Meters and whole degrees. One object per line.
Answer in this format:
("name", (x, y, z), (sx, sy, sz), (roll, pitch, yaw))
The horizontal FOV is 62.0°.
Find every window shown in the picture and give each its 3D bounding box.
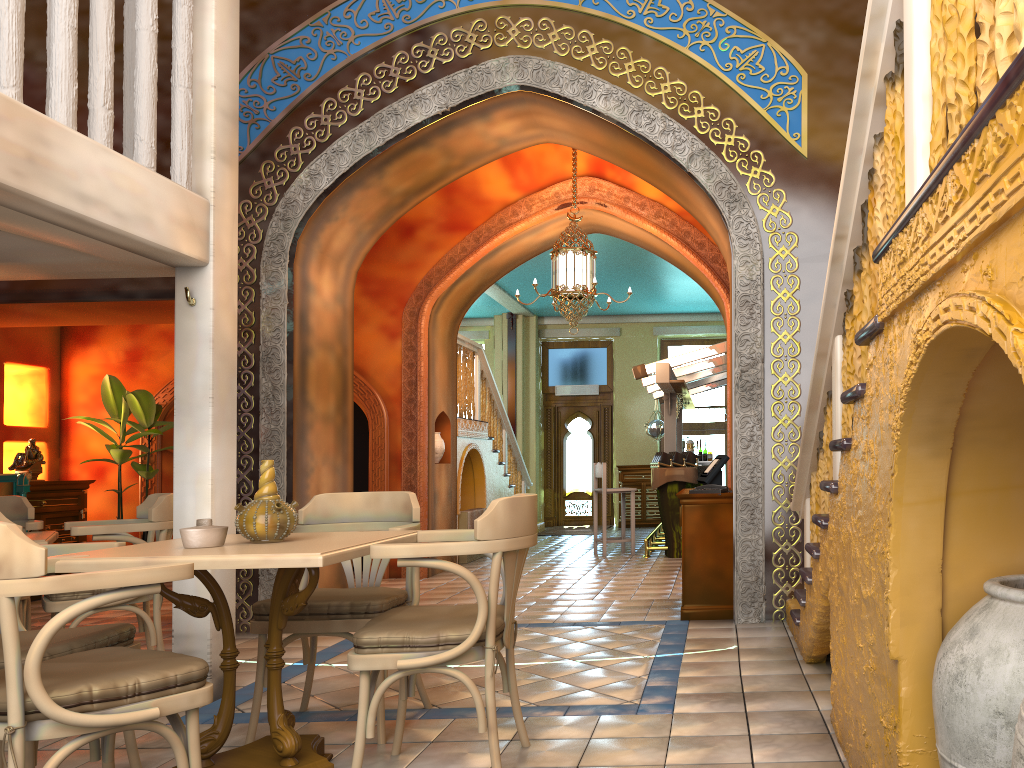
("window", (-15.648, 9.753, 203.351), (17.185, 38.522, 0.996), (-1, -1, 0))
("window", (44.055, 8.421, 203.317), (17.185, 38.522, 0.996), (-1, -1, 0))

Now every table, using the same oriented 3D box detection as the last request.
("table", (-11.928, 12.985, 39.275), (11.720, 11.299, 12.111), (-1, -4, 7))
("table", (-36.006, 15.244, 53.651), (12.449, 10.681, 10.076), (1, -4, -28))

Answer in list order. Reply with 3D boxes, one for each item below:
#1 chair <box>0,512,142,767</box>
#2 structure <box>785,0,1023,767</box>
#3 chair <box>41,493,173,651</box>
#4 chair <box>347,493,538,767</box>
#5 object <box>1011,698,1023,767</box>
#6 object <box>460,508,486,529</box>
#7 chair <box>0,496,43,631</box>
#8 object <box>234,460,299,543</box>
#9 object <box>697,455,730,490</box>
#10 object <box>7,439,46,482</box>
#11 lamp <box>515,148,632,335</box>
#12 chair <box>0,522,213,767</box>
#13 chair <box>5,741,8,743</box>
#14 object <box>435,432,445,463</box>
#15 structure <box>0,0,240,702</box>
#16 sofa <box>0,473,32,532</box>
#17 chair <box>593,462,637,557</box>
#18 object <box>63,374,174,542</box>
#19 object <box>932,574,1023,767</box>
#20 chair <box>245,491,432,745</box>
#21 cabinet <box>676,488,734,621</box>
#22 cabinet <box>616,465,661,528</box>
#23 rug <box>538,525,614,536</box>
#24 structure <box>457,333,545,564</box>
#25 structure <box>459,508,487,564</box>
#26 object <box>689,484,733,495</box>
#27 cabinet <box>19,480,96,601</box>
("chair", (-21.922, 12.067, 36.785), (7.932, 13.279, 8.747), (-1, -3, 2))
("structure", (27.715, 1.449, 48.339), (20.197, 35.371, 74.755), (-2, -5, 13))
("chair", (-27.618, 14.365, 59.011), (8.770, 13.279, 7.805), (1, -3, -34))
("chair", (-2.795, 11.995, 40.407), (7.932, 13.279, 8.747), (-1, -3, 2))
("object", (14.724, 10.319, 18.610), (6.489, 11.149, 8.075), (-3, -3, 36))
("object", (-6.075, 22.915, 134.886), (1.656, 6.251, 10.213), (-1, -4, 13))
("chair", (-39.117, 14.818, 61.023), (9.761, 13.279, 7.022), (1, -3, -30))
("object", (-11.294, 5.395, 39.329), (2.486, 3.774, 2.741), (-2, -3, 16))
("object", (20.053, 8.919, 85.481), (2.895, 3.578, 5.089), (-1, -4, 0))
("object", (-59.434, 9.318, 104.343), (1.880, 5.288, 3.949), (-1, -3, 12))
("lamp", (7.540, -19.318, 104.439), (14.337, 26.645, 12.888), (-1, -2, 7))
("chair", (-16.345, 11.332, 30.530), (7.858, 13.279, 8.722), (-3, -3, 36))
("chair", (-32.701, 13.279, 46.738), (9.823, 13.279, 6.967), (1, -3, -34))
("object", (-10.949, 9.019, 120.390), (2.615, 4.326, 3.063), (-2, -3, 24))
("structure", (-82.067, -16.813, 18.722), (109.457, 73.067, 79.078), (-1, -4, 5))
("sofa", (-61.476, 16.169, 78.041), (12.880, 15.423, 28.714), (-2, -5, 11))
("chair", (16.681, 20.207, 138.381), (6.034, 15.050, 5.258), (0, -2, -18))
("object", (-48.542, 12.971, 110.968), (12.017, 27.290, 15.136), (-2, -2, 32))
("object", (16.951, 11.350, 26.184), (7.917, 10.468, 7.781), (-1, -3, 1))
("chair", (-9.617, 12.992, 49.056), (8.722, 13.279, 7.953), (-1, -2, 5))
("cabinet", (19.830, 16.770, 86.393), (5.419, 11.855, 17.278), (-1, -4, 12))
("cabinet", (30.811, 26.158, 197.973), (12.469, 14.684, 7.008), (-1, -2, 3))
("rug", (14.003, 32.715, 191.001), (14.475, 0.438, 27.714), (-2, -6, 11))
("structure", (-10.337, 13.140, 159.291), (19.757, 35.376, 67.960), (-1, -5, 12))
("structure", (-6.123, 23.919, 135.044), (1.192, 7.747, 11.713), (-1, -4, 13))
("object", (18.658, 9.975, 80.303), (4.192, 0.974, 3.939), (-3, -6, 22))
("cabinet", (-59.555, 18.894, 102.547), (6.765, 14.165, 16.991), (-1, -4, 12))
